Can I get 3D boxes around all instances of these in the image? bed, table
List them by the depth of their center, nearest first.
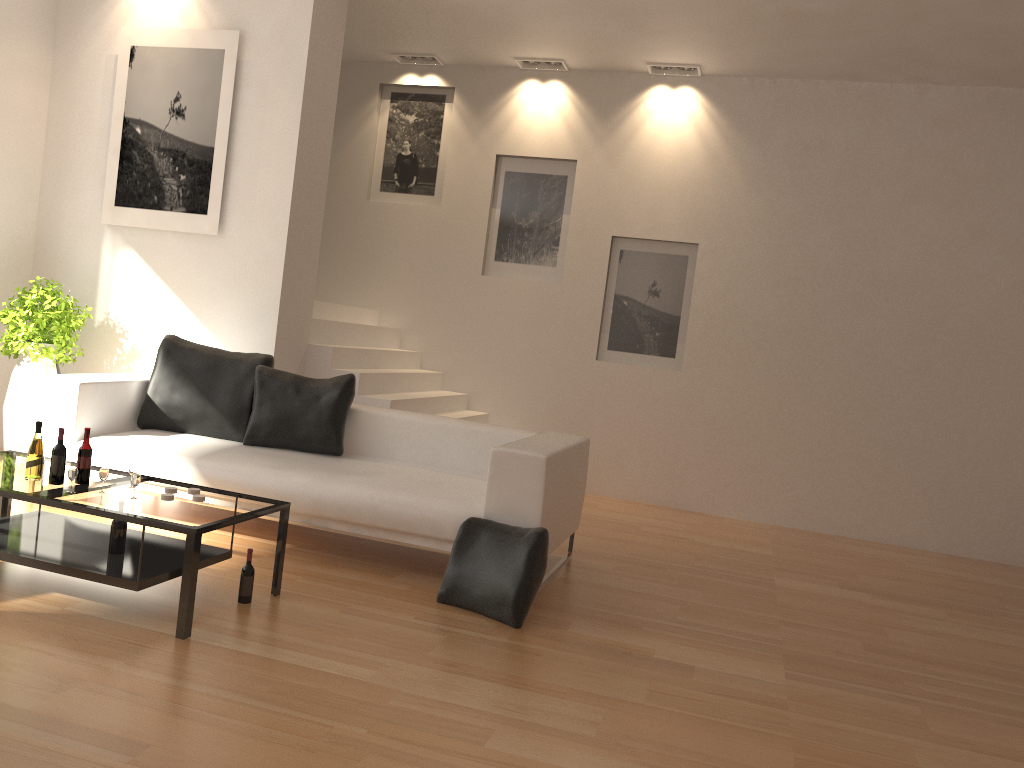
[{"bbox_3d":[-1.870,0.666,3.885,1.566,0.460,0.709,8,3,15],"label":"table"},{"bbox_3d":[-1.182,0.503,5.291,3.075,0.761,1.262,8,3,15],"label":"bed"}]

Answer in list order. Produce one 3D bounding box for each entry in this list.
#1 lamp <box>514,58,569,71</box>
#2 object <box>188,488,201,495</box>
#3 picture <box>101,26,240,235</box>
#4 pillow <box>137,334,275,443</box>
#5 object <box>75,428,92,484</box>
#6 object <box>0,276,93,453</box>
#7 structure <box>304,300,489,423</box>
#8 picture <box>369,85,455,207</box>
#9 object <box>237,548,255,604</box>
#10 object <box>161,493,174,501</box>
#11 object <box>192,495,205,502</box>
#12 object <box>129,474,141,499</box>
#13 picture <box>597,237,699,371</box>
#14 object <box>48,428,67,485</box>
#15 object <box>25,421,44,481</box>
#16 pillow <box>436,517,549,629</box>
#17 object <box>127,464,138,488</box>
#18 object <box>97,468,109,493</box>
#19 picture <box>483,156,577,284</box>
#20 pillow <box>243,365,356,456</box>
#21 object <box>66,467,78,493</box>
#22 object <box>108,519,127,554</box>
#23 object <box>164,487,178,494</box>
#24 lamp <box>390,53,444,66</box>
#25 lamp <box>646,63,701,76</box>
[{"bbox_3d":[0.273,-2.917,7.886,0.446,0.166,0.243,8,3,15],"label":"lamp"},{"bbox_3d":[-1.401,0.473,3.907,0.052,0.021,0.052,7,3,-8],"label":"object"},{"bbox_3d":[-2.458,-1.823,6.351,0.979,1.431,0.004,8,3,15],"label":"picture"},{"bbox_3d":[-1.931,0.051,5.638,0.755,0.666,0.346,7,3,1],"label":"pillow"},{"bbox_3d":[-1.867,0.315,3.877,0.057,0.248,0.057,9,3,33],"label":"object"},{"bbox_3d":[-3.337,-0.096,6.263,0.570,1.324,0.631,9,3,29],"label":"object"},{"bbox_3d":[-2.085,-0.058,7.752,4.625,1.403,1.839,8,3,15],"label":"structure"},{"bbox_3d":[-0.953,-2.268,8.432,0.802,1.155,0.005,8,3,15],"label":"picture"},{"bbox_3d":[-1.154,0.839,3.868,0.059,0.244,0.059,7,3,-8],"label":"object"},{"bbox_3d":[-1.449,0.476,3.730,0.052,0.021,0.052,9,3,37],"label":"object"},{"bbox_3d":[-1.336,0.487,3.782,0.052,0.021,0.052,7,3,-8],"label":"object"},{"bbox_3d":[-1.576,0.428,3.706,0.039,0.101,0.039,6,3,-27],"label":"object"},{"bbox_3d":[1.200,-0.713,7.869,0.802,1.155,0.005,8,3,15],"label":"picture"},{"bbox_3d":[-1.942,0.310,3.801,0.059,0.244,0.059,8,3,15],"label":"object"},{"bbox_3d":[-2.050,0.289,3.824,0.068,0.257,0.067,9,3,33],"label":"object"},{"bbox_3d":[-0.068,0.881,4.221,0.503,0.457,0.340,9,3,33],"label":"pillow"},{"bbox_3d":[-1.674,0.406,3.913,0.039,0.101,0.039,6,3,-27],"label":"object"},{"bbox_3d":[-1.724,0.408,3.740,0.039,0.101,0.039,6,3,-27],"label":"object"},{"bbox_3d":[0.166,-1.512,8.139,0.802,1.155,0.005,8,3,15],"label":"picture"},{"bbox_3d":[-1.307,0.162,5.492,0.628,0.524,0.270,7,3,-1],"label":"pillow"},{"bbox_3d":[-1.823,0.399,3.676,0.039,0.101,0.039,5,3,-33],"label":"object"},{"bbox_3d":[-1.681,0.619,3.791,0.065,0.217,0.065,7,3,-3],"label":"object"},{"bbox_3d":[-1.489,0.464,3.872,0.052,0.021,0.052,7,3,-8],"label":"object"},{"bbox_3d":[-0.866,-3.075,8.193,0.446,0.166,0.243,8,3,15],"label":"lamp"},{"bbox_3d":[1.396,-2.762,7.583,0.446,0.166,0.243,8,3,15],"label":"lamp"}]
